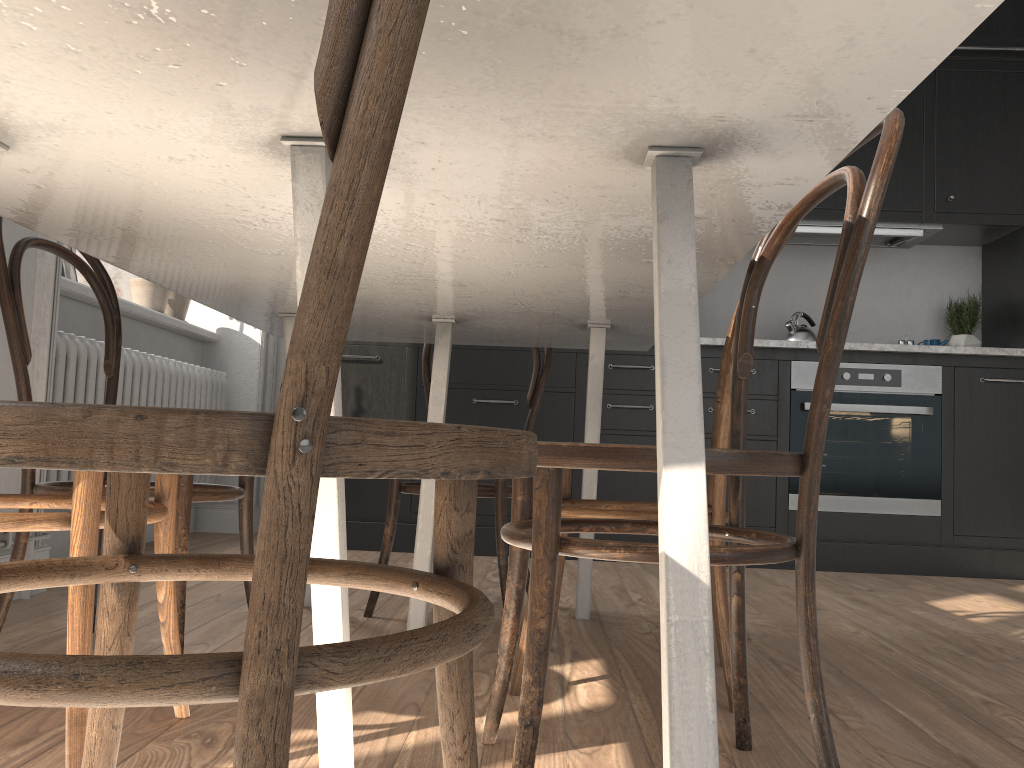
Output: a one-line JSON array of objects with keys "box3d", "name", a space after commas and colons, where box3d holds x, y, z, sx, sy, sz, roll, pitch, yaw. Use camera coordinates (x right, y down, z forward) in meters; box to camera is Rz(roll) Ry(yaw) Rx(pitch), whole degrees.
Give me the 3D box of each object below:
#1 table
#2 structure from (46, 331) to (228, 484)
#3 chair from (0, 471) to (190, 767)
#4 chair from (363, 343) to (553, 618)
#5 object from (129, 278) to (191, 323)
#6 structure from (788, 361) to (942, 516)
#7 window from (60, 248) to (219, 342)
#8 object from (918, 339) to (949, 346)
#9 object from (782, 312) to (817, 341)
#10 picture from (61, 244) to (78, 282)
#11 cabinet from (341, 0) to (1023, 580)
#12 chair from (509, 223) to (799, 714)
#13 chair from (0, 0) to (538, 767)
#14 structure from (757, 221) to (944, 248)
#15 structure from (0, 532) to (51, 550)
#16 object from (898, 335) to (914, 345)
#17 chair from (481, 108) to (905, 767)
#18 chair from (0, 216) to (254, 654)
[{"box3d": [-0.202, 0.156, 1.517, 1.100, 0.779, 2.201, 2, -4, 2], "name": "table"}, {"box3d": [-1.449, 0.156, 3.355, 0.194, 0.552, 1.578, 2, -4, 2], "name": "structure"}, {"box3d": [-0.716, 0.044, 1.236, 0.549, 0.920, 0.438, 2, -4, 0], "name": "chair"}, {"box3d": [-0.120, 0.165, 2.490, 0.438, 0.920, 0.549, 1, -4, 15], "name": "chair"}, {"box3d": [-1.565, -0.537, 3.969, 0.234, 0.523, 0.500, 3, -4, -8], "name": "object"}, {"box3d": [1.482, 0.246, 3.966, 0.622, 0.622, 0.618, 2, -4, 2], "name": "structure"}, {"box3d": [-4.299, -5.729, 10.211, 26.397, 15.926, 14.394, 2, -4, 2], "name": "window"}, {"box3d": [1.978, -0.160, 4.171, 0.082, 0.093, 0.140, 3, -4, -8], "name": "object"}, {"box3d": [1.334, -0.244, 4.110, 0.171, 0.185, 0.171, 1, -4, 13], "name": "object"}, {"box3d": [-1.637, -0.465, 3.166, 0.149, 0.264, 0.222, 3, -4, -14], "name": "picture"}, {"box3d": [0.744, -1.013, 4.089, 3.250, 3.581, 0.635, 2, -4, 2], "name": "cabinet"}, {"box3d": [0.278, 0.126, 1.776, 0.549, 0.920, 0.438, 1, -4, 13], "name": "chair"}, {"box3d": [-0.210, 0.011, 0.548, 0.438, 0.920, 0.549, 2, -4, 10], "name": "chair"}, {"box3d": [1.519, -0.718, 4.170, 0.843, 0.123, 0.379, 2, -4, 2], "name": "structure"}, {"box3d": [-1.369, -1.733, 1.634, 0.340, 4.471, 5.185, 2, -4, 2], "name": "structure"}, {"box3d": [1.865, -0.173, 4.198, 0.080, 0.116, 0.040, 2, -4, 7], "name": "object"}, {"box3d": [0.222, 0.079, 1.194, 0.549, 0.920, 0.438, 2, -4, -2], "name": "chair"}, {"box3d": [-0.775, 0.086, 1.811, 0.549, 0.920, 0.438, 2, -4, 9], "name": "chair"}]
